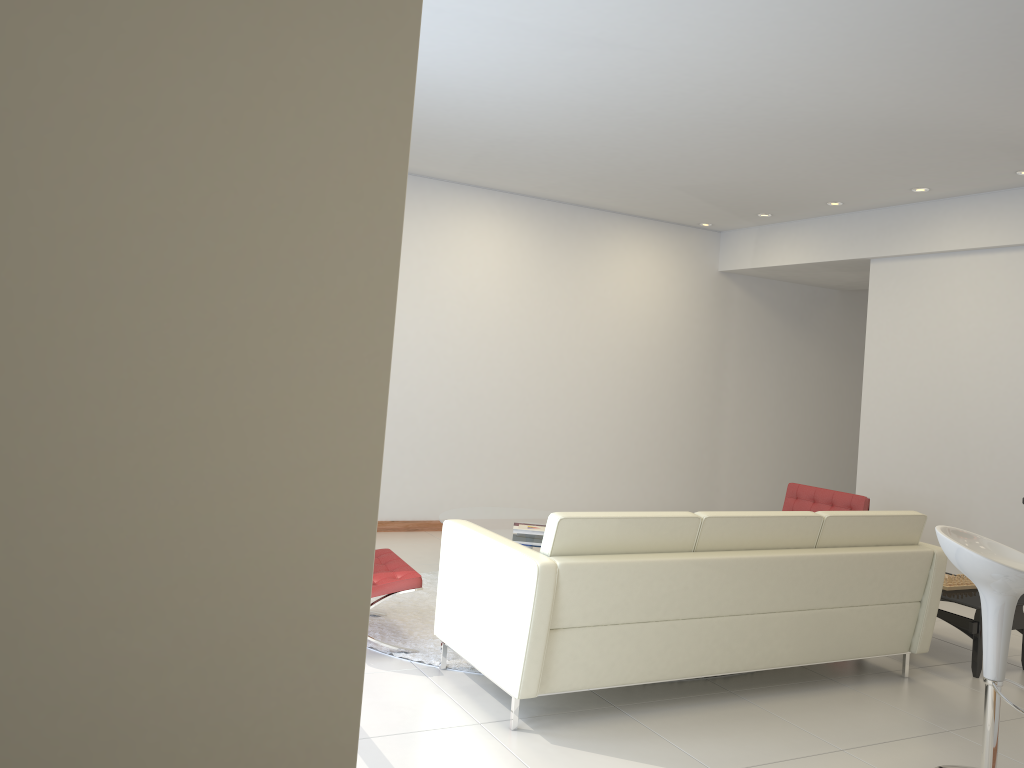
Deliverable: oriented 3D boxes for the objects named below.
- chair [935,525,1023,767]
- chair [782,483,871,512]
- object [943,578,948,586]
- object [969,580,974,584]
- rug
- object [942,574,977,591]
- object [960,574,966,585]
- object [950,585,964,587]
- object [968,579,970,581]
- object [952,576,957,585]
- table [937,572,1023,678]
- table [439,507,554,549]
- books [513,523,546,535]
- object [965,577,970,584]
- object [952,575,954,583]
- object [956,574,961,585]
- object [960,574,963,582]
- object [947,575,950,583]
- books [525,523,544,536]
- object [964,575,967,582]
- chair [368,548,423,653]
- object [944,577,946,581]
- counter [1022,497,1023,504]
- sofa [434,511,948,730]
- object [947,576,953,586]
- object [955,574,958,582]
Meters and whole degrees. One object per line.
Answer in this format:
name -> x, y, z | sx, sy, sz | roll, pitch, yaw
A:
chair -> 1.898, 1.113, 3.498 | 0.455, 1.023, 0.465 | 6, -3, -42
chair -> 2.116, 1.182, 6.500 | 0.704, 0.819, 0.701 | 5, -1, -33
object -> 2.601, 1.185, 5.307 | 0.030, 0.044, 0.030 | 5, -1, -20
object -> 2.813, 1.196, 5.418 | 0.030, 0.052, 0.030 | 6, -2, -35
rug -> 0.480, 1.468, 5.695 | 3.320, 0.005, 2.445 | 4, 1, -27
object -> 2.656, 1.218, 5.494 | 0.359, 0.021, 0.360 | 4, 1, -28
object -> 2.743, 1.182, 5.382 | 0.030, 0.069, 0.030 | 5, -2, -20
object -> 2.657, 1.207, 5.495 | 0.345, 0.001, 0.350 | 4, 1, -28
object -> 2.829, 1.198, 5.472 | 0.030, 0.050, 0.030 | 5, -2, -20
object -> 2.672, 1.184, 5.344 | 0.030, 0.055, 0.030 | 5, -2, -20
table -> 2.650, 1.440, 5.451 | 0.699, 0.423, 0.917 | 5, 0, -28
table -> 0.131, 1.227, 6.416 | 1.317, 0.405, 1.539 | 4, 1, -29
books -> 0.171, 0.993, 6.040 | 0.324, 0.027, 0.255 | 5, 1, 2
object -> 2.778, 1.192, 5.400 | 0.030, 0.055, 0.030 | 5, -2, -20
object -> 2.688, 1.187, 5.398 | 0.030, 0.050, 0.030 | 5, -2, -20
object -> 2.708, 1.182, 5.363 | 0.030, 0.064, 0.030 | 5, -2, -20
object -> 2.759, 1.192, 5.435 | 0.030, 0.050, 0.030 | 5, -2, -20
object -> 2.653, 1.185, 5.379 | 0.030, 0.050, 0.030 | 5, -2, -20
books -> 0.216, 1.021, 6.176 | 0.324, 0.027, 0.255 | 5, 1, 12
object -> 2.794, 1.195, 5.454 | 0.030, 0.050, 0.030 | 5, -2, -20
chair -> -0.914, 0.963, 4.811 | 0.705, 0.819, 0.700 | 5, -1, -23
object -> 2.618, 1.182, 5.361 | 0.030, 0.050, 0.030 | 5, -2, -20
counter -> 3.118, 0.512, 3.453 | 2.957, 0.019, 0.736 | 4, 1, -28
sofa -> 0.982, 1.061, 4.630 | 2.559, 0.924, 1.001 | 4, 0, -28
object -> 2.637, 1.183, 5.325 | 0.030, 0.052, 0.030 | 6, -2, -35
object -> 2.724, 1.190, 5.417 | 0.030, 0.050, 0.030 | 5, -2, -20
